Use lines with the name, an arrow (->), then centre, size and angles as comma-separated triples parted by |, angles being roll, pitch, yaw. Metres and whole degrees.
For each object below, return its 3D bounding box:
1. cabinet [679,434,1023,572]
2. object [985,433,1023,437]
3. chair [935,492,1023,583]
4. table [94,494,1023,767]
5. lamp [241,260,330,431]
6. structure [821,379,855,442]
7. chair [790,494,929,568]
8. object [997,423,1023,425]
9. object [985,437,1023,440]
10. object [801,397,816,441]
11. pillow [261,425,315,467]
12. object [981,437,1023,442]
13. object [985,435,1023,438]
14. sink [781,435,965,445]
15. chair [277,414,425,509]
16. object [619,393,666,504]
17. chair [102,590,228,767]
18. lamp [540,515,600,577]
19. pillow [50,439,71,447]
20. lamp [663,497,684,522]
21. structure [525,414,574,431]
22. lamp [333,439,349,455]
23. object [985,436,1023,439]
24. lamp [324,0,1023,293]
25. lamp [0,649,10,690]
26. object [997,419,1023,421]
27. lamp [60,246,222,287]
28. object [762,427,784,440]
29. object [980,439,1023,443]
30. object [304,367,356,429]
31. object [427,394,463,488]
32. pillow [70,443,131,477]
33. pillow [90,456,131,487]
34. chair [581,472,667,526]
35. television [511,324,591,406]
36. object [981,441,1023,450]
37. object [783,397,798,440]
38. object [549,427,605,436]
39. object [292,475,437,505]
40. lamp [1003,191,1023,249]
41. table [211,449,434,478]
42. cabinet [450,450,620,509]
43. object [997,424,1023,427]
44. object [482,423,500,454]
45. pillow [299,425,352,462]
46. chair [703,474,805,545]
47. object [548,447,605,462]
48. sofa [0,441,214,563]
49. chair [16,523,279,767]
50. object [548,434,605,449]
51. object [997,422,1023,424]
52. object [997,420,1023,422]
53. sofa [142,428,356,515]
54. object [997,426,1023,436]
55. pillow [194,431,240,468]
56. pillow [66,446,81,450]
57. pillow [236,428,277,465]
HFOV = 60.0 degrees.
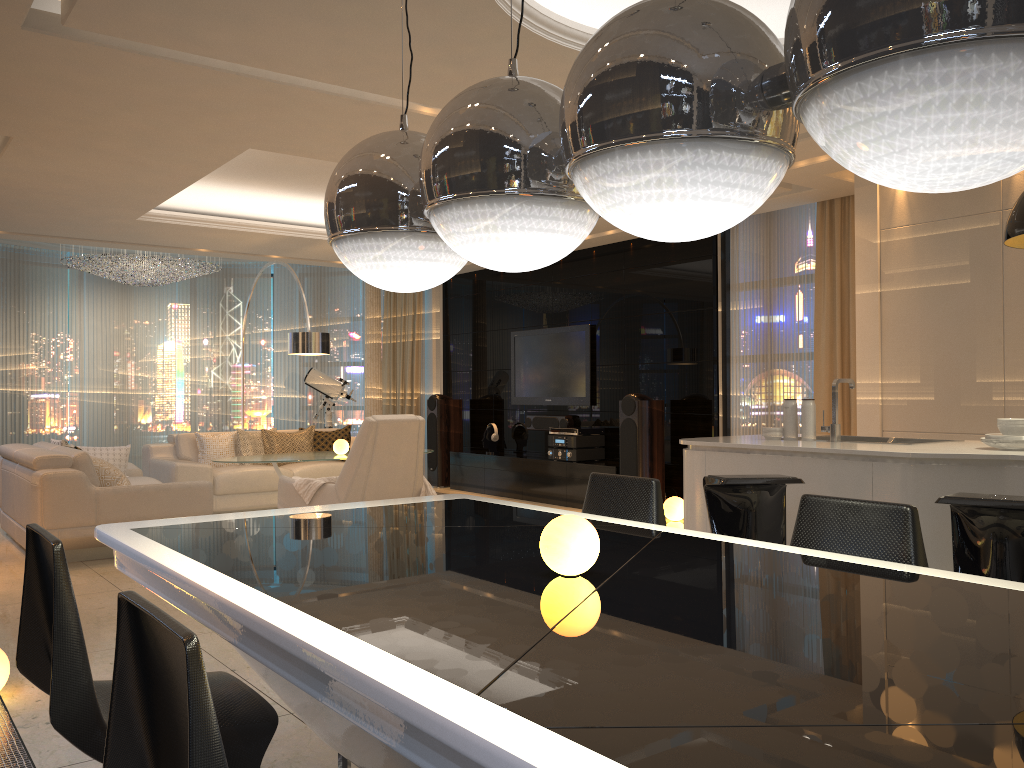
cabinet -> 2.334, 0.714, 3.459 | 1.046, 0.887, 3.752 | 0, -1, -37
object -> 2.114, 0.221, 3.723 | 0.229, 0.016, 0.229 | 0, -1, -7
chair -> 1.637, 0.762, 2.950 | 0.380, 0.789, 0.380 | -1, -1, 36
table -> 0.184, 0.776, 1.768 | 1.293, 0.759, 3.031 | 0, -1, -37
lamp -> -2.415, -0.019, 9.100 | 0.393, 2.519, 2.009 | 0, -1, -37
structure -> 1.621, 0.129, 4.398 | 0.177, 0.310, 0.089 | 0, -1, -37
chair -> 0.715, 0.727, 2.170 | 0.496, 0.858, 0.523 | 0, -1, -37
object -> 2.114, 0.190, 3.722 | 0.138, 0.051, 0.138 | 0, -1, 11
object -> 2.114, 0.235, 3.723 | 0.229, 0.016, 0.229 | 0, -1, -7
object -> 1.488, 0.176, 4.448 | 0.071, 0.219, 0.071 | -1, -1, 30
pillow -> -2.338, 0.657, 9.300 | 0.575, 0.436, 0.301 | 0, -1, -31
object -> 2.114, 0.246, 3.722 | 0.264, 0.033, 0.264 | -1, -1, 22
object -> 2.114, 0.226, 3.723 | 0.229, 0.016, 0.229 | 0, -1, -7
sink -> 1.806, 0.356, 4.499 | 0.485, 0.152, 0.738 | 0, -1, -37
chair -> -1.065, 0.713, 6.501 | 1.027, 0.991, 0.983 | 0, -1, -37
object -> 1.228, 0.645, 8.103 | 0.468, 1.127, 0.285 | 0, -1, -37
chair -> -0.286, 0.726, 1.295 | 0.496, 0.858, 0.523 | 0, -1, -37
lamp -> 0.120, 0.335, 1.843 | 0.125, 0.125, 0.125 | -1, -1, 14
pillow -> -3.584, 0.635, 7.236 | 0.255, 0.399, 0.526 | 0, -1, -37
lamp -> 1.433, 1.097, 7.791 | 0.213, 0.214, 0.212 | -1, -1, 14
structure -> 0.397, 0.422, 9.595 | 0.107, 0.179, 0.745 | 0, -1, -37
lamp -> -1.553, 0.572, 8.056 | 0.143, 0.143, 0.143 | -1, -1, 38
object -> 2.114, 0.230, 3.723 | 0.229, 0.016, 0.229 | 0, -1, -7
lamp -> 0.142, -0.858, 1.728 | 0.408, 1.226, 1.827 | 0, -1, -37
lamp -> -1.997, 1.078, 3.311 | 0.212, 0.214, 0.213 | 0, -1, 3
object -> 2.114, 0.173, 3.723 | 0.138, 0.051, 0.138 | 0, -1, 11
lamp -> -4.534, -1.536, 10.904 | 2.109, 0.685, 2.109 | 0, -1, 8
object -> 1.349, 0.257, 4.583 | 0.111, 0.062, 0.111 | 0, -1, -15
object -> 2.114, 0.252, 3.722 | 0.264, 0.033, 0.264 | -1, -1, 22
object -> -2.262, 0.524, 11.059 | 0.616, 1.471, 0.570 | 0, -1, -30
object -> -0.785, 0.684, 10.810 | 0.468, 1.127, 0.285 | 0, -1, -37
pillow -> -3.552, 0.666, 7.621 | 0.521, 0.325, 0.281 | 0, -1, -27
pillow -> -2.995, 0.673, 6.533 | 0.351, 0.329, 0.521 | 0, -1, -37
chair -> 0.197, 0.737, 2.866 | 0.496, 0.858, 0.523 | 0, -1, -37
television -> 0.413, -0.187, 9.631 | 0.055, 0.839, 1.358 | 0, -1, -37
object -> 2.114, 0.259, 3.722 | 0.264, 0.033, 0.264 | -1, -1, 22
object -> 1.424, 0.177, 4.534 | 0.071, 0.219, 0.071 | -1, -1, 44
object -> 0.653, 0.481, 9.000 | 0.371, 0.070, 0.441 | 0, -1, -37
object -> -0.930, 0.911, 6.665 | 1.347, 0.580, 0.972 | 0, -1, 1
lamp -> 2.293, -1.021, 3.416 | 0.710, 0.898, 0.710 | 0, -1, -26
table -> -1.657, 0.927, 8.085 | 2.140, 0.565, 0.999 | 0, -1, -38
cabinet -> 0.280, 1.005, 9.480 | 0.416, 0.444, 2.842 | 0, -1, -37
object -> 2.114, 0.196, 3.722 | 0.138, 0.051, 0.138 | 0, -1, 11
object -> -0.230, 0.625, 10.190 | 0.197, 0.343, 0.197 | -1, -1, 18
pillow -> -2.001, 0.657, 9.520 | 0.575, 0.436, 0.301 | 0, -1, -6
chair -> 1.007, 0.774, 3.732 | 0.380, 0.789, 0.380 | 0, -1, -4
object -> 0.632, 0.712, 8.983 | 0.419, 0.130, 0.446 | 0, -1, -37
sofa -> -3.274, 0.851, 6.970 | 1.145, 0.754, 2.328 | 0, -1, -37
chair -> -0.793, 0.735, 1.976 | 0.496, 0.858, 0.523 | 0, -1, -37
object -> 0.636, 0.581, 8.988 | 0.407, 0.130, 0.446 | 0, -1, -37
object -> 2.114, 0.184, 3.722 | 0.138, 0.051, 0.138 | 0, -1, 11
object -> 2.114, 0.178, 3.723 | 0.138, 0.051, 0.138 | 0, -1, 11
sofa -> -2.477, 0.866, 9.180 | 2.328, 0.754, 1.145 | 0, -1, -37
object -> 2.114, 0.201, 3.722 | 0.138, 0.051, 0.138 | 0, -1, 11
pillow -> -2.940, 0.664, 8.908 | 0.463, 0.380, 0.222 | 0, -1, -32
pillow -> -3.276, 0.644, 6.895 | 0.323, 0.355, 0.524 | 0, -1, -36
pillow -> -2.638, 0.663, 9.169 | 0.288, 0.429, 0.587 | -1, -1, 28
